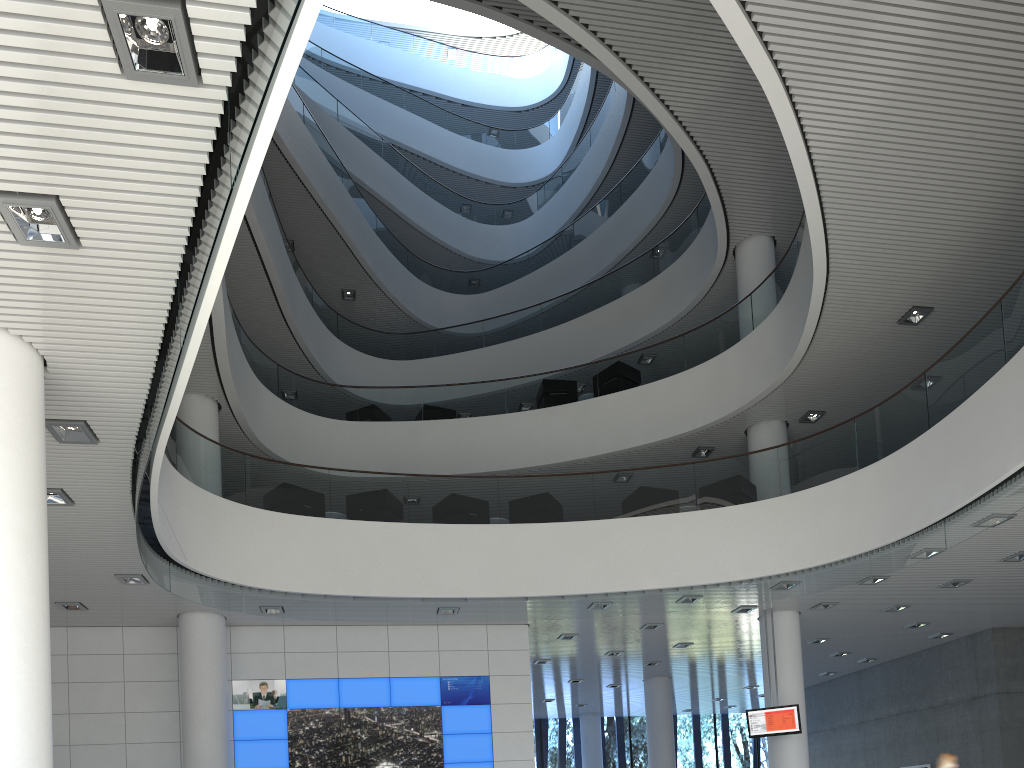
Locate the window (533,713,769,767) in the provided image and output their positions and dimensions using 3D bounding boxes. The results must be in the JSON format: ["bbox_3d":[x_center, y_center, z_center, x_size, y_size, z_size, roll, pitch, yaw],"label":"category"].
[{"bbox_3d":[0.952,8.556,17.153,18.120,2.816,0.080,3,-4,-10],"label":"window"}]
